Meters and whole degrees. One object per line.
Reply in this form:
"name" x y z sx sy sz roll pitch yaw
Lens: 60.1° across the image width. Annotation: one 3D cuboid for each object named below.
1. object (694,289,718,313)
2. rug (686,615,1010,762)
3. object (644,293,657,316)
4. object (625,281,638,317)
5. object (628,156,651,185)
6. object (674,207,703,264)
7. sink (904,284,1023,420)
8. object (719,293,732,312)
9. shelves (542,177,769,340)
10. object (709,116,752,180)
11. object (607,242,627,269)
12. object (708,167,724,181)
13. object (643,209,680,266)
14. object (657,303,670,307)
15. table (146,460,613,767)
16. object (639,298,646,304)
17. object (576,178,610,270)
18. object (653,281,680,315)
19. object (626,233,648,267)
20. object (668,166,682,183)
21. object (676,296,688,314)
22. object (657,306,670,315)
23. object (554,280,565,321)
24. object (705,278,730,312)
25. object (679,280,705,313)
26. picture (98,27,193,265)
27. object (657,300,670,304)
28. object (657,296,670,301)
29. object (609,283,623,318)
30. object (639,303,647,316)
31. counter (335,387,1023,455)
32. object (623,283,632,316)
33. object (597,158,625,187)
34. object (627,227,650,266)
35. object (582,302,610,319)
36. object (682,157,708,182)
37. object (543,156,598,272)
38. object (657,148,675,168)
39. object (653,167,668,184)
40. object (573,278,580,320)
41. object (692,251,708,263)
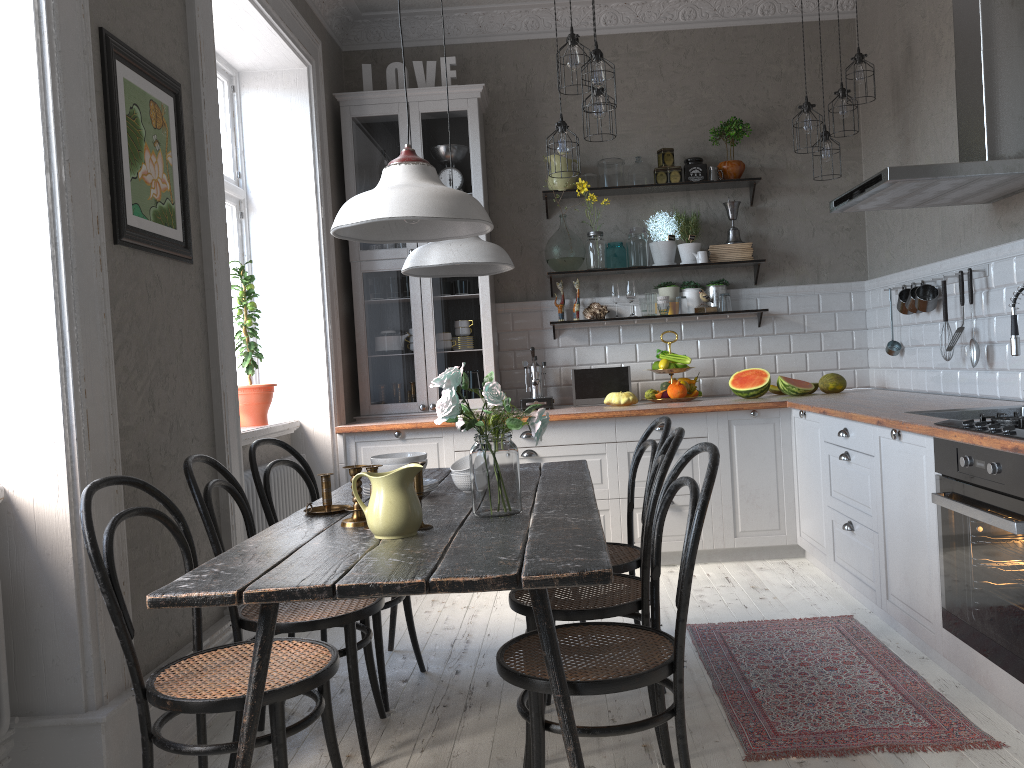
"object" 1.182 -0.504 5.387 0.120 0.147 0.099 -4 2 -30
"rug" 1.037 0.997 3.063 0.735 0.014 1.290 -3 1 3
"object" 0.849 -0.482 5.389 0.080 0.139 0.077 -4 1 -25
"object" 0.725 -0.513 5.357 0.082 0.217 0.081 -4 1 -12
"object" 0.790 -1.302 5.494 0.143 0.220 0.137 -4 2 -38
"object" 1.074 -0.913 5.402 0.188 0.380 0.166 -4 2 -37
"sink" 1.759 -0.007 3.187 0.528 0.720 0.486 -3 1 2
"object" 1.291 -0.493 5.368 0.078 0.108 0.077 -4 1 -4
"shelves" 0.871 -0.740 5.431 1.315 0.923 0.229 -3 1 1
"object" 1.341 -1.421 5.381 0.256 0.397 0.245 -3 1 27
"object" 0.641 -0.785 5.463 0.125 0.172 0.126 -3 1 6
"object" 1.226 -1.263 5.335 0.093 0.096 0.075 -3 1 2
"object" 0.945 -0.895 5.456 0.241 0.354 0.237 -3 1 20
"object" 0.916 -0.459 5.345 0.077 0.051 0.077 -4 1 -5
"table" -0.178 0.720 2.656 0.904 0.735 1.922 -3 1 3
"object" 0.822 -0.488 5.465 0.077 0.083 0.079 -3 1 20
"object" 0.481 -0.958 5.317 0.192 0.540 0.279 -4 1 -6
"object" 0.955 -0.530 5.469 0.158 0.217 0.154 -4 1 -18
"object" 0.758 -0.806 5.371 0.123 0.206 0.127 -3 1 25
"object" 0.994 -1.259 5.387 0.082 0.113 0.083 -3 1 12
"object" 1.033 -0.478 5.398 0.078 0.108 0.077 -4 1 -4
"object" 0.917 -0.442 5.346 0.077 0.051 0.077 -4 1 -5
"object" 0.297 -0.511 5.458 0.054 0.264 0.060 -4 2 -27
"object" 1.276 -0.544 5.481 0.159 0.213 0.153 -3 1 0
"object" 1.111 -0.535 5.475 0.170 0.214 0.150 -3 2 32
"picture" -1.135 -0.714 2.788 0.020 0.619 0.522 -3 1 3
"object" 0.915 -0.476 5.345 0.076 0.051 0.078 -3 1 21
"object" 0.913 -0.501 5.344 0.078 0.051 0.076 -4 1 -12
"object" 0.642 -0.510 5.452 0.082 0.217 0.081 -4 1 -12
"object" 0.824 -0.455 5.465 0.077 0.083 0.079 -3 1 20
"counter" 0.596 0.172 3.860 3.158 0.039 3.394 -3 1 2
"object" 0.728 -0.515 5.447 0.082 0.217 0.081 -4 1 -12
"object" 0.607 -1.271 5.403 0.168 0.184 0.176 -2 2 41
"object" 0.788 -0.840 5.521 0.131 0.264 0.132 -3 1 8
"object" 0.507 -0.447 5.416 0.179 0.111 0.095 -4 1 -21
"object" 1.118 -1.297 5.434 0.142 0.174 0.142 -3 1 2
"object" 0.305 -1.017 5.363 0.340 0.674 0.331 -4 2 -29
"object" 0.934 -1.367 5.376 0.084 0.113 0.082 -4 1 -18
"object" 0.907 -1.254 5.392 0.082 0.113 0.083 -3 1 2
"object" 0.401 -0.516 5.440 0.052 0.264 0.063 -2 2 38
"object" 1.146 -0.763 5.341 0.104 0.071 0.064 -3 2 32
